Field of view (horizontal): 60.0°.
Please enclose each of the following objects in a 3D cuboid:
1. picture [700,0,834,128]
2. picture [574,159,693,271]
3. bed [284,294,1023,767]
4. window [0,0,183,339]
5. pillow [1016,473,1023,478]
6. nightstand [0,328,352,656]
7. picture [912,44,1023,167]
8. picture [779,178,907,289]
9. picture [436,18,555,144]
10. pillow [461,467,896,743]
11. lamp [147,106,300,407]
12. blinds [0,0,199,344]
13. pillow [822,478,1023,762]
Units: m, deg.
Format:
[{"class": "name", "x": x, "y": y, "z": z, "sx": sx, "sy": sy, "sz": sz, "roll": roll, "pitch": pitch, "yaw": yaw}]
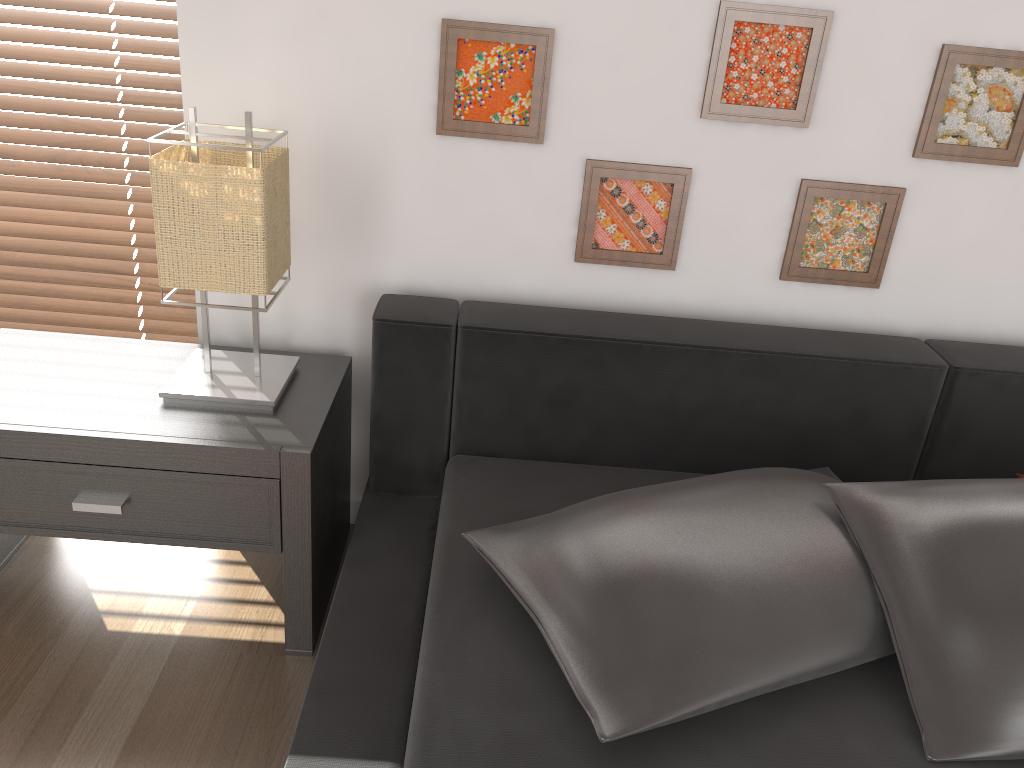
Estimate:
[{"class": "picture", "x": 0.456, "y": -0.572, "z": 1.595, "sx": 0.200, "sy": 0.200, "sz": 0.010, "roll": 5, "pitch": 25, "yaw": -2}, {"class": "picture", "x": 0.231, "y": -0.324, "z": 1.711, "sx": 0.200, "sy": 0.200, "sz": 0.010, "roll": 5, "pitch": 25, "yaw": -2}, {"class": "bed", "x": 0.652, "y": 0.655, "z": 0.791, "sx": 2.469, "sy": 0.577, "sz": 2.413, "roll": 5, "pitch": 25, "yaw": -2}, {"class": "window", "x": -1.082, "y": -0.903, "z": 1.837, "sx": 0.889, "sy": 1.893, "sz": 0.020, "roll": 5, "pitch": 25, "yaw": -2}, {"class": "pillow", "x": 1.254, "y": 0.319, "z": 1.425, "sx": 0.745, "sy": 0.172, "sz": 0.418, "roll": 13, "pitch": 26, "yaw": 15}, {"class": "nightstand", "x": -0.691, "y": 0.194, "z": 1.685, "sx": 0.700, "sy": 0.423, "sz": 0.413, "roll": 5, "pitch": 25, "yaw": -2}, {"class": "picture", "x": 0.859, "y": -0.507, "z": 1.623, "sx": 0.200, "sy": 0.200, "sz": 0.010, "roll": 5, "pitch": 25, "yaw": -2}, {"class": "picture", "x": 0.641, "y": -0.290, "z": 1.725, "sx": 0.200, "sy": 0.200, "sz": 0.010, "roll": 5, "pitch": 25, "yaw": -2}, {"class": "picture", "x": -0.033, "y": -0.546, "z": 1.609, "sx": 0.200, "sy": 0.200, "sz": 0.010, "roll": 5, "pitch": 25, "yaw": -2}, {"class": "pillow", "x": 0.346, "y": 0.269, "z": 1.346, "sx": 0.745, "sy": 0.172, "sz": 0.418, "roll": -7, "pitch": 27, "yaw": -24}, {"class": "lamp", "x": -0.492, "y": -0.227, "z": 1.533, "sx": 0.200, "sy": 0.480, "sz": 0.200, "roll": 5, "pitch": 25, "yaw": -2}, {"class": "blinds", "x": 0.856, "y": -0.685, "z": 1.856, "sx": 4.840, "sy": 1.952, "sz": 0.032, "roll": 5, "pitch": 25, "yaw": -2}, {"class": "pillow", "x": 0.860, "y": 0.299, "z": 1.263, "sx": 0.744, "sy": 0.241, "sz": 0.386, "roll": 3, "pitch": 25, "yaw": -6}]
